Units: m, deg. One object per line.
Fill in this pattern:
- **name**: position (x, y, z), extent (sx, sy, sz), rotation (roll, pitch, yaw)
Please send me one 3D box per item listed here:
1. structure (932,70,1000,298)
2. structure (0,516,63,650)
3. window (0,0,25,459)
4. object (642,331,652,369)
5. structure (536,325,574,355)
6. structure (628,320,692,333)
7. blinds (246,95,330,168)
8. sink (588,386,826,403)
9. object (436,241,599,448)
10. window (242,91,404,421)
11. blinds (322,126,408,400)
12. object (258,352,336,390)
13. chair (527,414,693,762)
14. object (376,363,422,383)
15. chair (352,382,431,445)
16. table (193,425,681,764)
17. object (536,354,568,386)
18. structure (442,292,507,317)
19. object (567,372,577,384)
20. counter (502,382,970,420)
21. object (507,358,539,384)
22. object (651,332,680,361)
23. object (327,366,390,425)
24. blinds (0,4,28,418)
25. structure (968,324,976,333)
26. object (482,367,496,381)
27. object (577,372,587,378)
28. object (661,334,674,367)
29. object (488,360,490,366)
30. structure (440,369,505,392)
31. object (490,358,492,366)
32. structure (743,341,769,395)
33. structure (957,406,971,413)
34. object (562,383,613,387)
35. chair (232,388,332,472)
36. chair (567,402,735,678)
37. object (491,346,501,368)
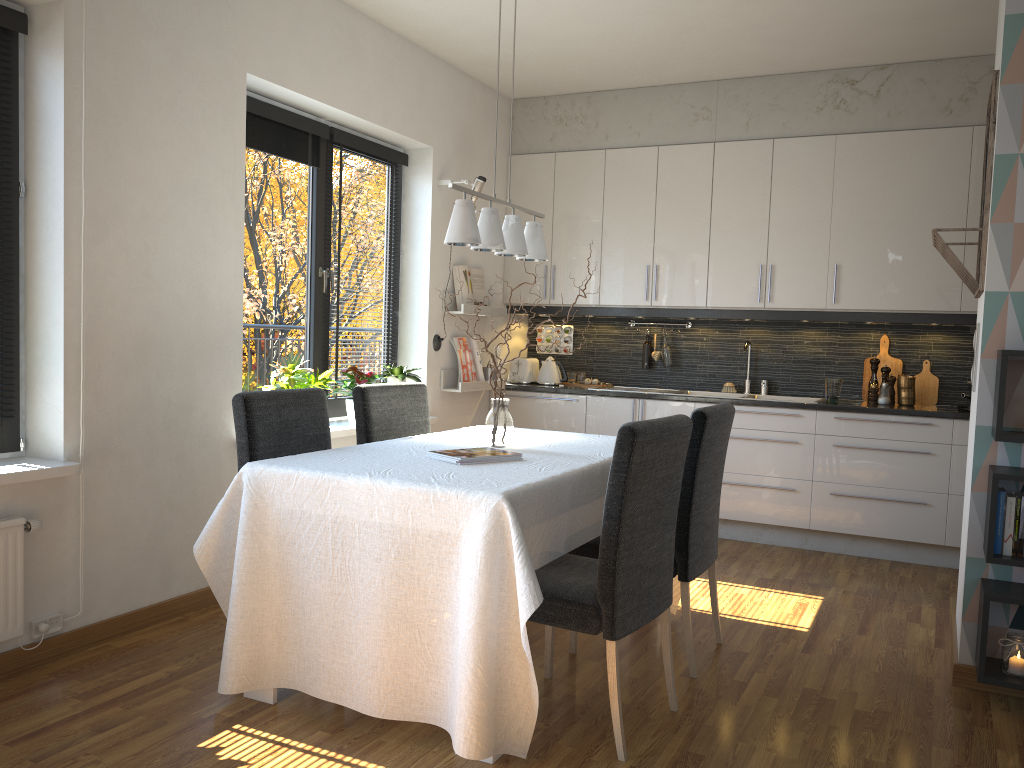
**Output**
- **structure**: position (1.719, -0.730, 3.386), extent (0.185, 0.776, 0.495), rotation (4, 4, 26)
- **structure**: position (-1.873, 0.686, 2.448), extent (0.078, 0.460, 1.456), rotation (4, 4, 24)
- **window**: position (-12.427, 1.012, 8.293), extent (12.971, 18.389, 21.811), rotation (0, 4, -34)
- **object**: position (0.927, -0.234, 6.080), extent (0.060, 0.257, 0.060), rotation (-2, 5, -42)
- **structure**: position (0.303, -0.321, 6.399), extent (0.279, 0.210, 0.045), rotation (4, 4, 26)
- **structure**: position (0.999, -0.393, 6.045), extent (0.442, 0.081, 0.067), rotation (4, 4, 26)
- **blinds**: position (-1.115, -1.204, 4.241), extent (0.049, 0.230, 0.710), rotation (4, 4, 26)
- **sink**: position (1.226, 0.144, 5.640), extent (1.421, 0.169, 0.474), rotation (4, 3, 26)
- **object**: position (0.002, -0.147, 3.380), extent (0.615, 0.785, 0.403), rotation (2, 4, 0)
- **window**: position (-1.014, -0.580, 4.625), extent (0.119, 1.589, 1.560), rotation (4, 4, 26)
- **blinds**: position (-0.810, -0.633, 4.952), extent (0.049, 1.424, 0.710), rotation (4, 4, 26)
- **object**: position (-1.024, 0.037, 4.234), extent (0.299, 0.385, 0.333), rotation (5, 5, 41)
- **chair**: position (0.223, 0.567, 2.786), extent (0.544, 0.961, 0.461), rotation (4, 4, 31)
- **object**: position (-0.663, 0.041, 5.040), extent (0.354, 0.316, 0.292), rotation (3, 4, 17)
- **chair**: position (-0.355, 0.489, 3.846), extent (0.544, 0.961, 0.461), rotation (4, 4, 31)
- **table**: position (-0.097, 0.624, 3.350), extent (1.235, 0.763, 1.855), rotation (4, 4, 26)
- **object**: position (0.266, -0.090, 6.080), extent (0.178, 0.236, 0.204), rotation (0, 4, -28)
- **structure**: position (-0.226, -0.499, 5.616), extent (0.147, 0.129, 0.594), rotation (4, 4, 26)
- **object**: position (0.414, -0.041, 6.164), extent (0.071, 0.076, 0.071), rotation (3, 4, 18)
- **counter**: position (1.875, 0.200, 5.350), extent (4.248, 0.192, 0.622), rotation (4, 3, 26)
- **object**: position (0.085, -0.087, 6.177), extent (0.175, 0.192, 0.253), rotation (4, 4, 26)
- **object**: position (1.044, -0.253, 6.021), extent (0.188, 0.204, 0.072), rotation (3, 4, 13)
- **object**: position (-0.789, 0.060, 4.659), extent (0.371, 0.309, 0.379), rotation (2, 3, 0)
- **blinds**: position (-1.864, -0.554, 2.784), extent (0.049, 1.424, 0.710), rotation (4, 4, 26)
- **structure**: position (2.906, -0.347, 4.960), extent (0.623, 0.148, 0.362), rotation (4, 4, 26)
- **object**: position (-0.147, -0.047, 5.840), extent (0.103, 0.124, 0.103), rotation (4, 4, 23)
- **object**: position (0.487, -0.042, 6.227), extent (0.071, 0.076, 0.071), rotation (4, 4, 26)
- **object**: position (1.057, -0.232, 6.000), extent (0.093, 0.243, 0.073), rotation (2, 4, -1)
- **object**: position (-0.167, -0.090, 5.868), extent (0.007, 0.161, 0.086), rotation (4, 4, 27)
- **structure**: position (-0.242, -0.027, 5.648), extent (0.147, 0.129, 0.594), rotation (4, 4, 26)
- **object**: position (-0.143, -0.088, 5.828), extent (0.007, 0.201, 0.020), rotation (-2, 5, -43)
- **structure**: position (1.573, -0.101, 5.701), extent (0.167, 0.347, 0.195), rotation (3, 4, 18)
- **structure**: position (2.822, 0.147, 4.876), extent (0.662, 0.041, 0.500), rotation (4, 3, 26)
- **object**: position (0.511, 0.006, 6.182), extent (0.335, 0.012, 0.213), rotation (4, 3, 27)
- **chair**: position (-0.663, 0.512, 3.214), extent (0.544, 0.961, 0.461), rotation (4, 4, 26)
- **chair**: position (0.530, 0.544, 3.419), extent (0.544, 0.961, 0.461), rotation (4, 4, 26)
- **object**: position (-0.104, -0.121, 5.845), extent (0.060, 0.267, 0.119), rotation (3, 4, 17)
